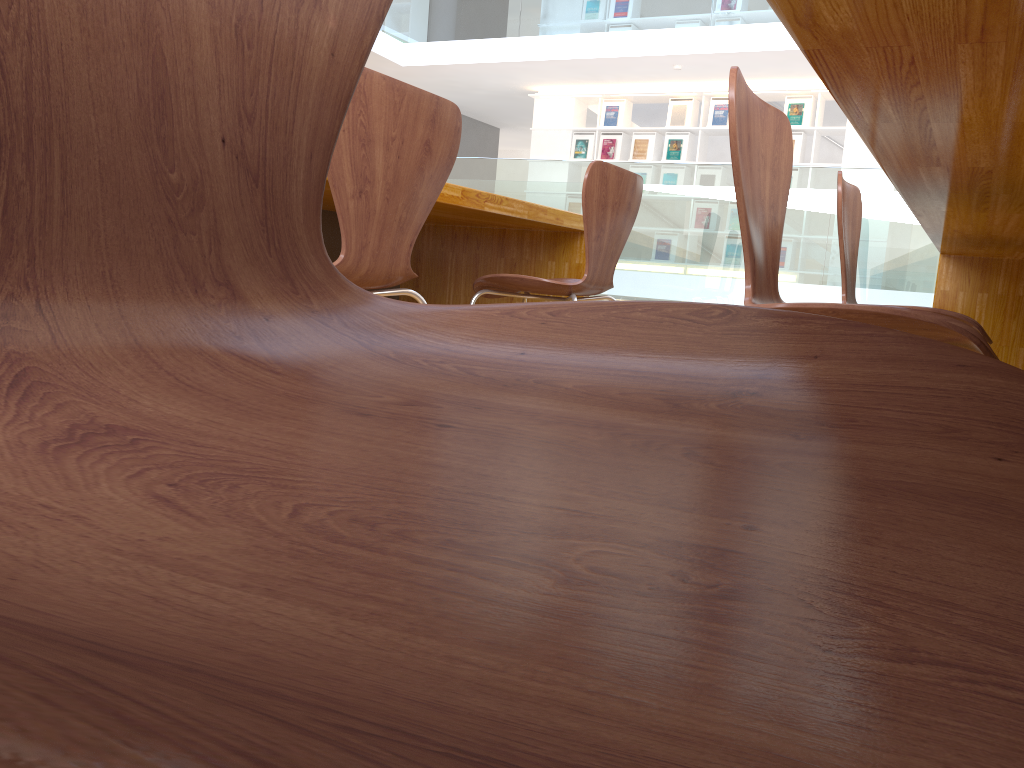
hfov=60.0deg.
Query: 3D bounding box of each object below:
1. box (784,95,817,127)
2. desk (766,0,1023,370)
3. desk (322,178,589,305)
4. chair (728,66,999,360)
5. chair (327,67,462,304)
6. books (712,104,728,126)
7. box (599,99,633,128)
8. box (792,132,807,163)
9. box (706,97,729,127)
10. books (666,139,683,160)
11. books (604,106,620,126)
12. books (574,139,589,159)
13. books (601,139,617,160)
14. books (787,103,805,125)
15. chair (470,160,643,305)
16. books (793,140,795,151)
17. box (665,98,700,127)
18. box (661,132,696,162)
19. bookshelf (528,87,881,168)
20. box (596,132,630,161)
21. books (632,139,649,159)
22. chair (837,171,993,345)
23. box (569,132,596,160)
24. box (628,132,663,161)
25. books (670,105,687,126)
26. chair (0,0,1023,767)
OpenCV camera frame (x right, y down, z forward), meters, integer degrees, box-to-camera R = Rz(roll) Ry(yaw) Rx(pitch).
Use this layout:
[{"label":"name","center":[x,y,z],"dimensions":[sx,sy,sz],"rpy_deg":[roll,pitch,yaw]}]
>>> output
[{"label":"box","center":[2.695,-2.540,8.328],"dimensions":[0.245,0.296,0.274],"rpy_deg":[8,8,27]},{"label":"desk","center":[0.790,0.048,0.971],"dimensions":[0.760,0.606,3.356],"rpy_deg":[8,8,27]},{"label":"desk","center":[-1.059,0.001,1.840],"dimensions":[1.248,1.022,3.216],"rpy_deg":[8,8,27]},{"label":"chair","center":[0.481,-0.053,1.231],"dimensions":[0.381,0.693,0.428],"rpy_deg":[8,8,27]},{"label":"chair","center":[-0.352,-0.157,1.534],"dimensions":[0.381,0.693,0.428],"rpy_deg":[8,8,27]},{"label":"books","center":[2.014,-2.594,8.561],"dimensions":[0.145,0.210,0.037],"rpy_deg":[8,8,27]},{"label":"box","center":[1.072,-2.774,9.161],"dimensions":[0.245,0.296,0.274],"rpy_deg":[8,8,27]},{"label":"box","center":[2.626,-2.221,8.392],"dimensions":[0.245,0.296,0.274],"rpy_deg":[8,8,27]},{"label":"box","center":[2.067,-2.631,8.650],"dimensions":[0.245,0.296,0.274],"rpy_deg":[8,8,27]},{"label":"books","center":[1.611,-2.320,8.796],"dimensions":[0.145,0.210,0.037],"rpy_deg":[8,8,27]},{"label":"books","center":[1.018,-2.738,9.071],"dimensions":[0.145,0.210,0.037],"rpy_deg":[8,8,27]},{"label":"books","center":[0.723,-2.446,9.256],"dimensions":[0.145,0.210,0.037],"rpy_deg":[8,8,27]},{"label":"books","center":[0.992,-2.411,9.116],"dimensions":[0.145,0.210,0.037],"rpy_deg":[8,8,27]},{"label":"books","center":[2.632,-2.503,8.244],"dimensions":[0.145,0.210,0.037],"rpy_deg":[8,8,27]},{"label":"chair","center":[0.098,-0.230,2.391],"dimensions":[0.381,0.693,0.428],"rpy_deg":[8,8,27]},{"label":"books","center":[2.563,-2.183,8.311],"dimensions":[0.145,0.210,0.037],"rpy_deg":[8,8,27]},{"label":"box","center":[1.699,-2.683,8.839],"dimensions":[0.245,0.296,0.274],"rpy_deg":[8,8,27]},{"label":"box","center":[1.667,-2.359,8.884],"dimensions":[0.245,0.296,0.274],"rpy_deg":[8,8,27]},{"label":"bookshelf","center":[1.836,-1.991,8.823],"dimensions":[3.666,1.836,0.498],"rpy_deg":[8,8,27]},{"label":"box","center":[1.052,-2.450,9.213],"dimensions":[0.245,0.296,0.274],"rpy_deg":[8,8,27]},{"label":"books","center":[1.299,-2.366,8.959],"dimensions":[0.145,0.210,0.037],"rpy_deg":[8,8,27]},{"label":"chair","center":[0.932,-0.126,2.088],"dimensions":[0.381,0.693,0.428],"rpy_deg":[8,8,27]},{"label":"box","center":[0.778,-2.489,9.340],"dimensions":[0.245,0.296,0.274],"rpy_deg":[8,8,27]},{"label":"box","center":[1.362,-2.403,9.040],"dimensions":[0.245,0.296,0.274],"rpy_deg":[8,8,27]},{"label":"books","center":[1.643,-2.646,8.751],"dimensions":[0.145,0.210,0.037],"rpy_deg":[8,8,27]},{"label":"chair","center":[-0.004,0.037,0.226],"dimensions":[0.381,0.693,0.428],"rpy_deg":[8,8,27]}]
